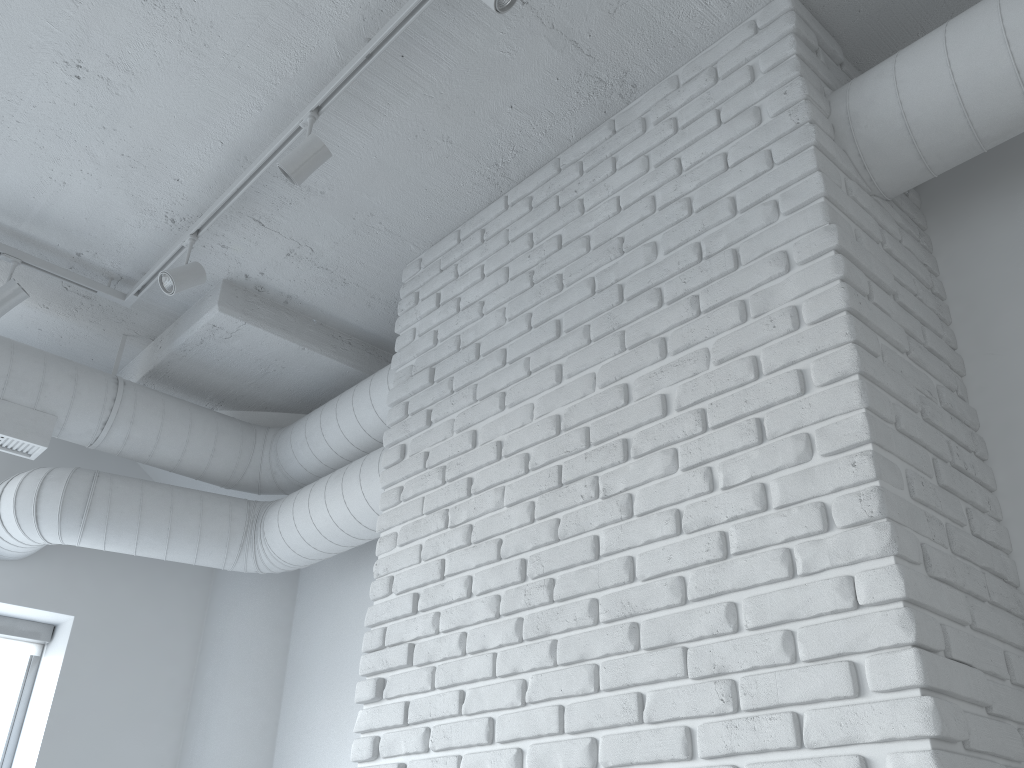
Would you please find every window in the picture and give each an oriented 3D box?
[{"bbox_3d":[-3.822,0.688,2.567,4.566,2.340,0.107,25,-37,-36],"label":"window"}]

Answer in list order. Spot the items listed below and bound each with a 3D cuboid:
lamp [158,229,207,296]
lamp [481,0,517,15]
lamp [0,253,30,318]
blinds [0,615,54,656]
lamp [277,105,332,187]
[{"bbox_3d":[-1.131,-0.418,3.073,0.154,0.285,0.095,27,-38,-37],"label":"lamp"},{"bbox_3d":[-0.054,-0.968,2.049,0.154,0.285,0.097,2,-29,-2],"label":"lamp"},{"bbox_3d":[-1.810,-0.362,3.202,0.154,0.285,0.087,-2,-30,6],"label":"lamp"},{"bbox_3d":[-2.434,1.007,3.750,0.903,0.130,0.086,25,-37,-36],"label":"blinds"},{"bbox_3d":[-0.589,-0.694,2.559,0.154,0.285,0.090,-7,-30,14],"label":"lamp"}]
